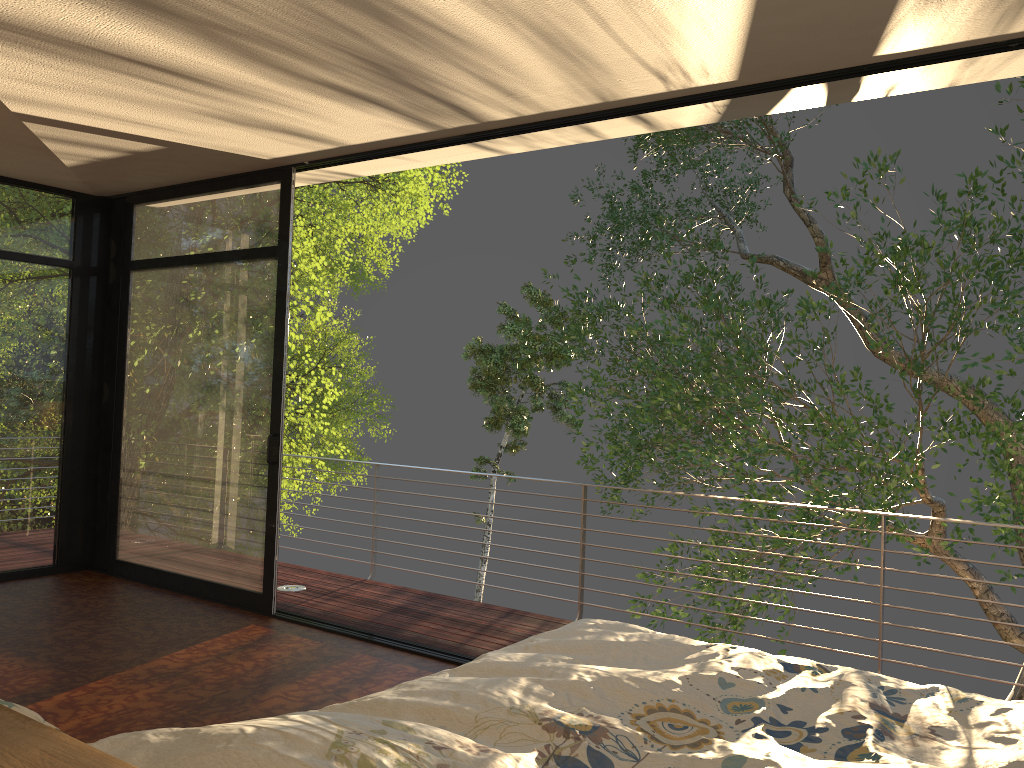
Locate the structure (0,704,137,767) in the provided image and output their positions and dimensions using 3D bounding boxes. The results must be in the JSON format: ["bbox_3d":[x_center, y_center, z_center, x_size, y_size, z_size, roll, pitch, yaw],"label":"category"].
[{"bbox_3d":[-0.376,0.754,0.483,5.609,0.974,0.318,1,-2,35],"label":"structure"}]

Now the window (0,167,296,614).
[{"bbox_3d":[-0.766,-0.031,0.391,9.988,2.515,7.058,1,-1,35],"label":"window"}]

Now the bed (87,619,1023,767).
[{"bbox_3d":[0.268,0.925,1.574,1.770,0.712,2.222,1,-1,36],"label":"bed"}]

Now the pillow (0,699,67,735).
[{"bbox_3d":[-0.617,0.559,1.026,0.599,0.439,0.262,1,-2,39],"label":"pillow"}]
